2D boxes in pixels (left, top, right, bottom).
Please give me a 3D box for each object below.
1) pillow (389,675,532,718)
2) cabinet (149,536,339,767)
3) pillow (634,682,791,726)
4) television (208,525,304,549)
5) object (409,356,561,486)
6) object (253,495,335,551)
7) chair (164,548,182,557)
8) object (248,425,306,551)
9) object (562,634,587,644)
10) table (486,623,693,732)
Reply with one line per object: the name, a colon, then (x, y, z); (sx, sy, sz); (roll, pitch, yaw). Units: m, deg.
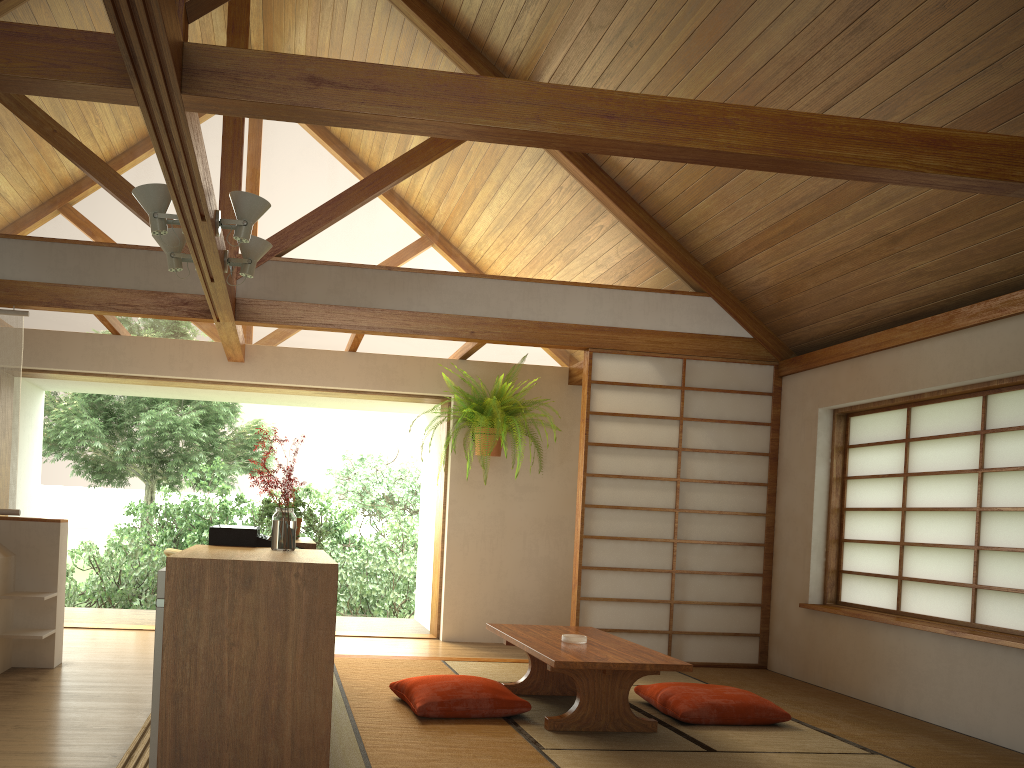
pillow: (-0.256, 1.473, 4.177); (0.539, 0.147, 0.586); (5, -9, -17)
cabinet: (-1.181, 1.104, 4.027); (0.543, 0.732, 2.740); (3, -8, -14)
pillow: (0.963, 1.564, 4.321); (0.544, 0.131, 0.581); (5, -9, -12)
television: (-1.142, 0.932, 4.029); (0.480, 0.536, 0.661); (3, -5, -12)
object: (-0.122, 0.317, 6.832); (1.234, 1.124, 1.099); (4, -4, -17)
object: (-1.341, 0.816, 5.061); (0.529, 0.375, 0.541); (-2, -8, 39)
chair: (-2.353, 1.755, 7.573); (1.168, 0.625, 0.855); (8, -7, -35)
object: (-0.932, 0.406, 3.443); (0.235, 0.498, 0.228); (3, -1, -5)
object: (0.300, 1.222, 4.199); (0.112, 0.030, 0.127); (9, -10, -37)
table: (0.300, 1.410, 4.224); (0.587, 0.334, 1.243); (4, -8, -13)
